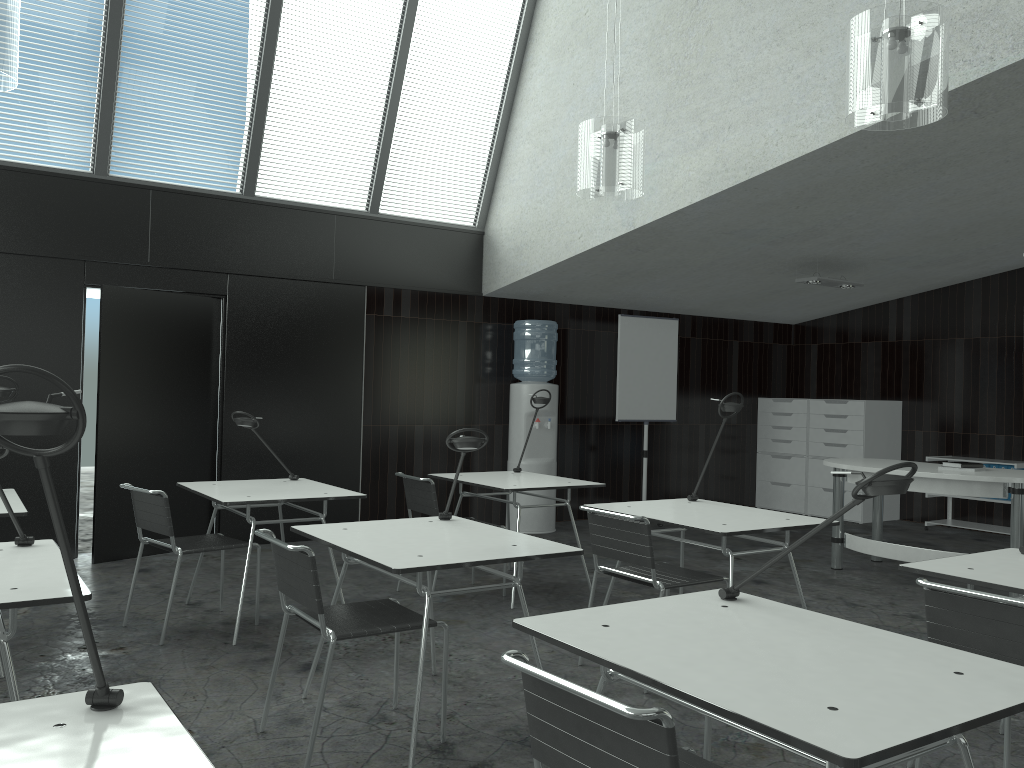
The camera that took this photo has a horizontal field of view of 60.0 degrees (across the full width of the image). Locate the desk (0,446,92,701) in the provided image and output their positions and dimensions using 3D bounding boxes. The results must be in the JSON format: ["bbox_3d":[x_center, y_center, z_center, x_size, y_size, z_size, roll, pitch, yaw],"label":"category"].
[{"bbox_3d":[-1.569,0.705,2.361,0.700,1.153,0.900,2,-1,-33],"label":"desk"}]

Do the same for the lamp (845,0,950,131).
[{"bbox_3d":[1.473,-2.271,3.352,0.359,2.307,0.350,2,-1,-33],"label":"lamp"}]

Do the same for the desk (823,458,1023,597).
[{"bbox_3d":[2.740,1.013,5.751,0.910,0.818,1.600,2,-1,-38],"label":"desk"}]

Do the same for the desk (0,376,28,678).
[{"bbox_3d":[-2.455,0.613,3.708,0.700,1.321,0.900,2,-1,-32],"label":"desk"}]

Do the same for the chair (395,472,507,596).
[{"bbox_3d":[-0.358,0.954,5.073,0.555,0.765,0.428,2,-1,-32],"label":"chair"}]

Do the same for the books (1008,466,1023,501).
[{"bbox_3d":[4.305,0.933,7.518,0.262,0.320,0.072,2,-1,-33],"label":"books"}]

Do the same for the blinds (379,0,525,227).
[{"bbox_3d":[-0.353,-2.975,6.851,0.889,2.982,1.106,2,-1,-33],"label":"blinds"}]

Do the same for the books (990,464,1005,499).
[{"bbox_3d":[4.222,0.932,7.643,0.262,0.320,0.072,2,-1,-33],"label":"books"}]

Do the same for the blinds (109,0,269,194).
[{"bbox_3d":[-2.008,-3.010,5.766,0.889,2.949,1.094,2,-1,-33],"label":"blinds"}]

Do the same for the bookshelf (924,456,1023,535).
[{"bbox_3d":[4.115,1.106,7.785,0.403,0.739,0.817,2,-1,-33],"label":"bookshelf"}]

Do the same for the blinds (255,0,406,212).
[{"bbox_3d":[-1.179,-3.001,6.306,0.889,2.982,1.106,2,-1,-33],"label":"blinds"}]

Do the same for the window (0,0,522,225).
[{"bbox_3d":[-5.321,-3.146,3.612,12.775,3.101,1.144,2,-1,-33],"label":"window"}]

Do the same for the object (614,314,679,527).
[{"bbox_3d":[1.220,0.361,8.097,0.560,2.091,0.553,1,-1,20],"label":"object"}]

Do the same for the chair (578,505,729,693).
[{"bbox_3d":[0.597,0.964,3.767,0.555,0.765,0.428,2,-1,-34],"label":"chair"}]

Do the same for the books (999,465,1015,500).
[{"bbox_3d":[4.264,0.932,7.581,0.262,0.320,0.072,2,-1,-33],"label":"books"}]

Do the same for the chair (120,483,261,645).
[{"bbox_3d":[-1.554,0.916,4.270,0.428,0.765,0.555,1,-1,45],"label":"chair"}]

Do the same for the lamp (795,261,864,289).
[{"bbox_3d":[2.641,-2.691,7.259,0.600,3.595,0.212,2,-1,-33],"label":"lamp"}]

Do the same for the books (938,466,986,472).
[{"bbox_3d":[2.886,0.598,5.687,0.210,0.021,0.297,1,-1,40],"label":"books"}]

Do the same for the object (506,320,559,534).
[{"bbox_3d":[0.180,0.393,7.529,0.436,1.967,0.436,2,-1,-44],"label":"object"}]

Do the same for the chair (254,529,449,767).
[{"bbox_3d":[-0.542,0.928,2.948,0.555,0.765,0.428,2,-1,-33],"label":"chair"}]

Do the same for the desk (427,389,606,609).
[{"bbox_3d":[0.009,0.689,5.296,0.700,1.321,0.900,2,-1,-33],"label":"desk"}]

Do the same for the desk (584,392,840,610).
[{"bbox_3d":[0.860,0.697,3.951,0.700,1.321,0.900,2,-1,-32],"label":"desk"}]

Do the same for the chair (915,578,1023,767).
[{"bbox_3d":[1.394,0.970,2.384,0.555,0.765,0.428,2,-1,-36],"label":"chair"}]

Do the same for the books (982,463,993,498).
[{"bbox_3d":[4.175,0.931,7.715,0.262,0.320,0.072,2,-1,-33],"label":"books"}]

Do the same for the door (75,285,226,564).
[{"bbox_3d":[-2.437,0.287,6.080,0.940,2.020,0.365,2,-1,-33],"label":"door"}]

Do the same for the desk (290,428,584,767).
[{"bbox_3d":[-0.297,0.744,3.125,0.700,1.153,0.900,2,-1,-33],"label":"desk"}]

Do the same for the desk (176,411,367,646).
[{"bbox_3d":[-1.244,0.734,4.511,0.700,1.153,0.900,2,-1,-33],"label":"desk"}]

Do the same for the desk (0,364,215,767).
[{"bbox_3d":[-0.679,0.630,0.986,0.700,1.321,0.900,2,-1,-33],"label":"desk"}]

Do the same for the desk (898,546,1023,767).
[{"bbox_3d":[1.751,0.706,2.619,0.700,1.321,0.900,2,-1,-33],"label":"desk"}]

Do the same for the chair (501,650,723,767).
[{"bbox_3d":[0.291,0.936,1.635,0.555,0.765,0.428,2,-1,-37],"label":"chair"}]

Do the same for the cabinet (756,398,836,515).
[{"bbox_3d":[3.018,0.818,9.300,0.587,1.292,0.639,2,-1,-33],"label":"cabinet"}]

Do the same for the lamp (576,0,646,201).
[{"bbox_3d":[0.558,-2.551,4.750,0.359,2.848,0.350,2,-1,-33],"label":"lamp"}]

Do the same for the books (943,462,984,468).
[{"bbox_3d":[2.866,0.571,5.646,0.183,0.032,0.164,2,-1,-20],"label":"books"}]

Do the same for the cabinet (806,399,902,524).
[{"bbox_3d":[3.375,0.821,8.760,0.587,1.292,0.639,2,-1,-33],"label":"cabinet"}]

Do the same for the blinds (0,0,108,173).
[{"bbox_3d":[-2.831,-3.036,5.223,0.889,2.949,1.094,2,-1,-33],"label":"blinds"}]

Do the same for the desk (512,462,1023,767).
[{"bbox_3d":[0.529,0.752,1.841,0.700,1.153,0.900,2,-1,-33],"label":"desk"}]

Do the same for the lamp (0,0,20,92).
[{"bbox_3d":[-1.905,-2.628,3.124,0.359,2.848,0.350,2,-1,-33],"label":"lamp"}]
